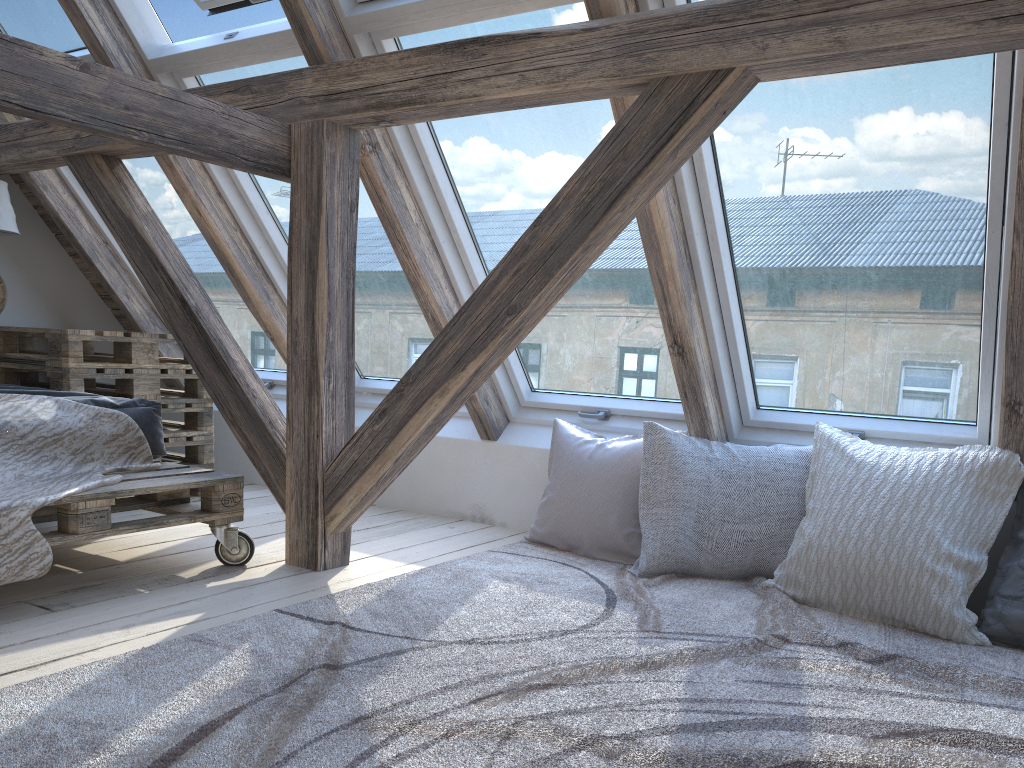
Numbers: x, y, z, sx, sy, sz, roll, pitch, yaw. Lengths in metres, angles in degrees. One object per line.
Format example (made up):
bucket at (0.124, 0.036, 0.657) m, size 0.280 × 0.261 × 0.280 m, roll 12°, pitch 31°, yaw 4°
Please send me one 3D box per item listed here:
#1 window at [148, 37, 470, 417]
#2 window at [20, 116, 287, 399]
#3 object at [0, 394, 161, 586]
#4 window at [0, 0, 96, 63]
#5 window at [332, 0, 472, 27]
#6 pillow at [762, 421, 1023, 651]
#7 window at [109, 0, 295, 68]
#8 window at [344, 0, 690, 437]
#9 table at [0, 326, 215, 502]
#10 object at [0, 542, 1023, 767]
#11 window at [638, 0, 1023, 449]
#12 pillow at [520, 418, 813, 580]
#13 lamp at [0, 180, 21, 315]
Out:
window at (-0.639, -0.517, 3.372) m, size 0.849 × 1.297 × 1.087 m, roll 7°, pitch 8°, yaw 33°
window at (-1.410, -0.574, 3.860) m, size 0.849 × 1.297 × 1.087 m, roll 7°, pitch 8°, yaw 33°
object at (-1.315, 0.287, 2.303) m, size 0.810 × 0.481 × 0.996 m, roll 1°, pitch 4°, yaw -27°
window at (-1.894, -1.764, 2.839) m, size 0.849 × 1.297 × 1.087 m, roll 7°, pitch 8°, yaw 33°
window at (-0.352, -1.651, 1.863) m, size 0.849 × 1.297 × 1.087 m, roll 7°, pitch 8°, yaw 33°
pillow at (1.360, 0.418, 2.399) m, size 1.264 × 0.572 × 0.464 m, roll 5°, pitch 7°, yaw 33°
window at (-1.098, -1.708, 2.390) m, size 0.849 × 1.297 × 1.340 m, roll 7°, pitch 7°, yaw 33°
window at (0.132, -0.461, 2.884) m, size 0.849 × 1.297 × 1.087 m, roll 7°, pitch 8°, yaw 33°
table at (-1.880, 0.121, 3.786) m, size 1.010 × 0.713 × 0.669 m, roll 6°, pitch 6°, yaw 32°
object at (0.835, 0.662, 1.623) m, size 3.166 × 0.057 × 2.174 m, roll 4°, pitch 3°, yaw 33°
window at (0.903, -0.405, 2.396) m, size 0.849 × 1.297 × 1.087 m, roll 7°, pitch 8°, yaw 33°
pillow at (0.540, 0.392, 2.953) m, size 1.128 × 0.533 × 0.430 m, roll 4°, pitch 6°, yaw 25°
lamp at (-2.465, -0.203, 3.745) m, size 0.820 × 1.306 × 0.384 m, roll 5°, pitch 9°, yaw 18°
